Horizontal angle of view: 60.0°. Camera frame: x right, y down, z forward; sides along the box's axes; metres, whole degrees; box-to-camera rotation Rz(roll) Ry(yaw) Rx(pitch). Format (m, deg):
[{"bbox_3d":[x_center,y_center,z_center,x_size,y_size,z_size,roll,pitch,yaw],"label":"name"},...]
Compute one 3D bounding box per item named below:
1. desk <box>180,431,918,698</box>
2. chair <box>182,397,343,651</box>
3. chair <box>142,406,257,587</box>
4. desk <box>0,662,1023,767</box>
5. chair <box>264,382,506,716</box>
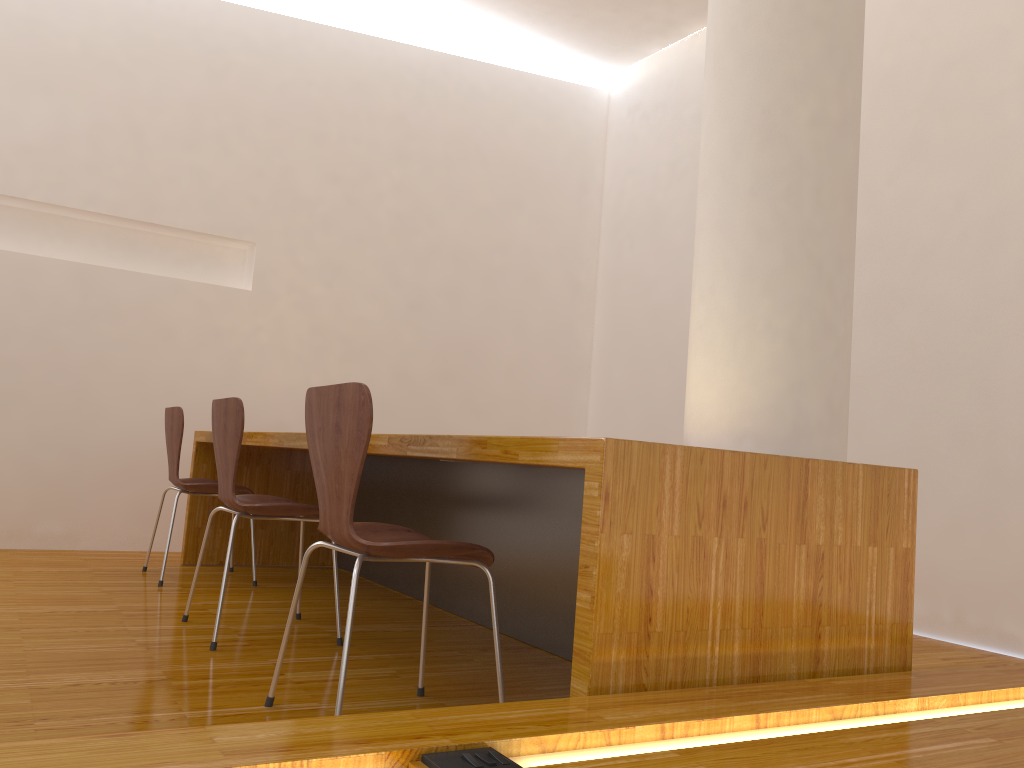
[{"bbox_3d":[-0.359,0.492,2.889,0.760,0.606,3.185,7,-6,-30],"label":"desk"},{"bbox_3d":[-0.734,0.407,2.701,0.381,0.693,0.428,7,-6,-30],"label":"chair"},{"bbox_3d":[-1.267,0.459,3.685,0.381,0.693,0.428,7,-6,-30],"label":"chair"},{"bbox_3d":[0.031,0.707,0.794,3.185,0.606,0.760,7,-6,-30],"label":"desk"},{"bbox_3d":[-0.243,0.366,1.864,0.381,0.693,0.428,7,-6,-30],"label":"chair"}]
